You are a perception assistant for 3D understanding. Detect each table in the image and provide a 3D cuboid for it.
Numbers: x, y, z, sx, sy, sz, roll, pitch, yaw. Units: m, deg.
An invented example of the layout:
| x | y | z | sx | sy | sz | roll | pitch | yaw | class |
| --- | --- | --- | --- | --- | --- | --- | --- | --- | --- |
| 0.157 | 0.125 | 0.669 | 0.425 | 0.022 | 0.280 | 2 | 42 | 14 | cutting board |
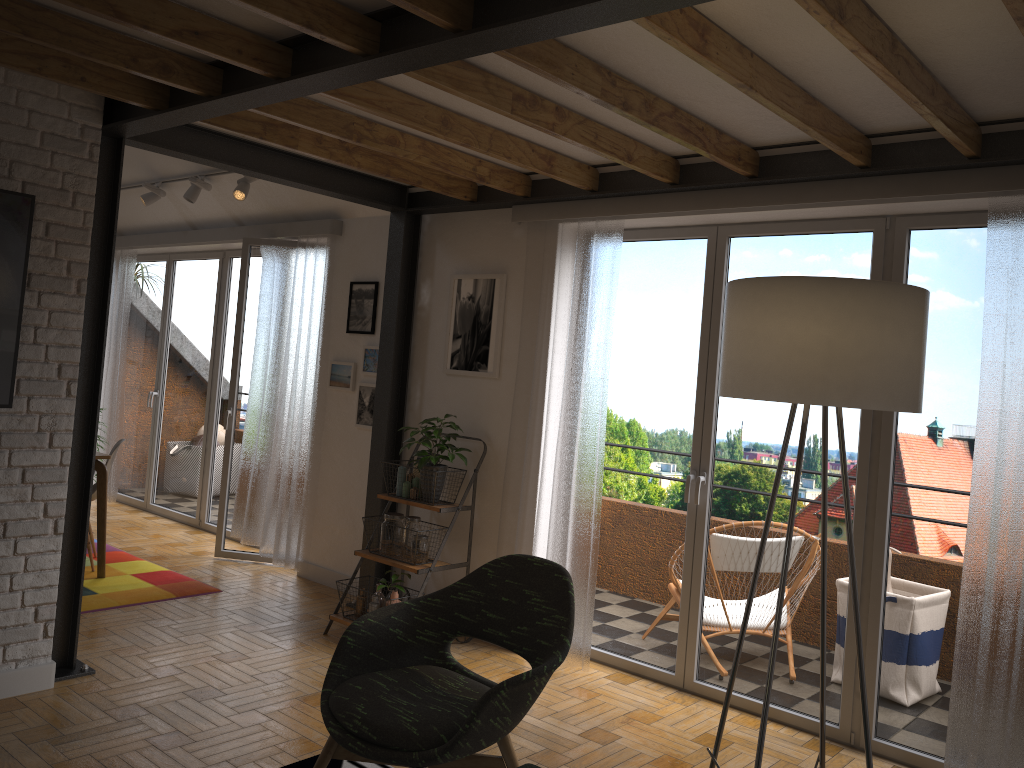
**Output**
| x | y | z | sx | sy | sz | roll | pitch | yaw | class |
| --- | --- | --- | --- | --- | --- | --- | --- | --- | --- |
| -3.254 | 0.744 | 5.523 | 1.468 | 0.755 | 0.849 | 5 | 0 | 41 | table |

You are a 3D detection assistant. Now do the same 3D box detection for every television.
| x | y | z | sx | sy | sz | roll | pitch | yaw | class |
| --- | --- | --- | --- | --- | --- | --- | --- | --- | --- |
| -2.410 | -0.278 | 2.924 | 0.085 | 0.992 | 1.464 | 3 | -1 | 41 | television |

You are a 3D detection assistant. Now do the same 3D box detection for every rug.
| x | y | z | sx | sy | sz | roll | pitch | yaw | class |
| --- | --- | --- | --- | --- | --- | --- | --- | --- | --- |
| -3.392 | 1.104 | 5.497 | 2.786 | 0.024 | 1.934 | 5 | 1 | 40 | rug |
| -1.107 | 1.356 | 1.482 | 1.703 | 0.010 | 3.493 | 5 | 1 | 41 | rug |

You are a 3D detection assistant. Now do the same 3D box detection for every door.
| x | y | z | sx | sy | sz | roll | pitch | yaw | class |
| --- | --- | --- | --- | --- | --- | --- | --- | --- | --- |
| -1.574 | 0.118 | 6.143 | 0.803 | 2.233 | 0.111 | 5 | -2 | 3 | door |

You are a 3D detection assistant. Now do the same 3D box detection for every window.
| x | y | z | sx | sy | sz | roll | pitch | yaw | class |
| --- | --- | --- | --- | --- | --- | --- | --- | --- | --- |
| -3.465 | -1.086 | 2.537 | 7.795 | 4.470 | 8.613 | 5 | 0 | 41 | window |

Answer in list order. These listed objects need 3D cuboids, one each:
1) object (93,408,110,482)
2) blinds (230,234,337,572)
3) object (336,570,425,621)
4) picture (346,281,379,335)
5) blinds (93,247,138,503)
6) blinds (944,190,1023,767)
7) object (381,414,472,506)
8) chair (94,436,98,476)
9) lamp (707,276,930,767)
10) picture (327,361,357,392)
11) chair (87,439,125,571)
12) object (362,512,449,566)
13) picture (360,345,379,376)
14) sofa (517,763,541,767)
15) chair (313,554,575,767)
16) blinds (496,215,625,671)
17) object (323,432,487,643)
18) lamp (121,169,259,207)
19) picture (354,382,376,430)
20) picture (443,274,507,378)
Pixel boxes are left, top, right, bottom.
| x | y | z | sx | sy | sz | roll | pitch | yaw | class |
| --- | --- | --- | --- | --- | --- | --- | --- | --- | --- |
| -3.695 | 0.431 | 7.317 | 0.716 | 1.261 | 0.667 | 4 | -1 | 8 | object |
| -1.549 | 0.064 | 5.990 | 0.750 | 2.291 | 0.187 | 4 | -2 | 35 | blinds |
| -0.700 | 1.096 | 4.599 | 0.440 | 0.291 | 0.276 | 5 | 0 | 41 | object |
| -0.953 | -0.485 | 5.639 | 0.261 | 0.336 | 0.021 | 4 | -2 | 41 | picture |
| -3.622 | -0.128 | 7.850 | 0.696 | 2.289 | 0.138 | 4 | -2 | 38 | blinds |
| 1.907 | 0.385 | 3.048 | 0.668 | 2.289 | 0.123 | 3 | -2 | 40 | blinds |
| -0.468 | 0.392 | 4.810 | 0.395 | 0.476 | 0.492 | 5 | -1 | -37 | object |
| -3.188 | 0.698 | 6.181 | 0.465 | 0.802 | 0.541 | 4 | -1 | 9 | chair |
| 0.010 | 0.582 | 1.518 | 2.354 | 1.720 | 0.571 | 5 | -1 | -41 | lamp |
| -1.099 | -0.052 | 5.719 | 0.251 | 0.184 | 0.023 | 5 | -1 | 41 | picture |
| -2.782 | 0.739 | 5.614 | 0.541 | 0.802 | 0.465 | 5 | -1 | -23 | chair |
| -0.575 | 0.816 | 4.726 | 0.440 | 0.216 | 0.238 | 5 | 0 | 41 | object |
| -0.847 | -0.144 | 5.511 | 0.251 | 0.184 | 0.023 | 5 | -1 | 41 | picture |
| -0.320 | 1.030 | 1.008 | 0.825 | 0.783 | 1.969 | 4 | 0 | 41 | sofa |
| -0.199 | 0.996 | 2.779 | 0.781 | 0.831 | 0.753 | 5 | -1 | -43 | chair |
| 0.203 | 0.225 | 4.514 | 0.668 | 2.285 | 0.123 | 3 | -2 | 41 | blinds |
| -0.553 | 0.811 | 4.747 | 0.579 | 1.079 | 0.630 | 4 | -1 | 41 | object |
| -2.430 | -1.407 | 6.452 | 3.495 | 0.262 | 0.207 | 5 | 0 | 41 | lamp |
| -0.902 | 0.137 | 5.535 | 0.201 | 0.285 | 0.022 | 4 | -2 | 40 | picture |
| -0.214 | -0.333 | 4.990 | 0.415 | 0.575 | 0.022 | 4 | -2 | 41 | picture |
